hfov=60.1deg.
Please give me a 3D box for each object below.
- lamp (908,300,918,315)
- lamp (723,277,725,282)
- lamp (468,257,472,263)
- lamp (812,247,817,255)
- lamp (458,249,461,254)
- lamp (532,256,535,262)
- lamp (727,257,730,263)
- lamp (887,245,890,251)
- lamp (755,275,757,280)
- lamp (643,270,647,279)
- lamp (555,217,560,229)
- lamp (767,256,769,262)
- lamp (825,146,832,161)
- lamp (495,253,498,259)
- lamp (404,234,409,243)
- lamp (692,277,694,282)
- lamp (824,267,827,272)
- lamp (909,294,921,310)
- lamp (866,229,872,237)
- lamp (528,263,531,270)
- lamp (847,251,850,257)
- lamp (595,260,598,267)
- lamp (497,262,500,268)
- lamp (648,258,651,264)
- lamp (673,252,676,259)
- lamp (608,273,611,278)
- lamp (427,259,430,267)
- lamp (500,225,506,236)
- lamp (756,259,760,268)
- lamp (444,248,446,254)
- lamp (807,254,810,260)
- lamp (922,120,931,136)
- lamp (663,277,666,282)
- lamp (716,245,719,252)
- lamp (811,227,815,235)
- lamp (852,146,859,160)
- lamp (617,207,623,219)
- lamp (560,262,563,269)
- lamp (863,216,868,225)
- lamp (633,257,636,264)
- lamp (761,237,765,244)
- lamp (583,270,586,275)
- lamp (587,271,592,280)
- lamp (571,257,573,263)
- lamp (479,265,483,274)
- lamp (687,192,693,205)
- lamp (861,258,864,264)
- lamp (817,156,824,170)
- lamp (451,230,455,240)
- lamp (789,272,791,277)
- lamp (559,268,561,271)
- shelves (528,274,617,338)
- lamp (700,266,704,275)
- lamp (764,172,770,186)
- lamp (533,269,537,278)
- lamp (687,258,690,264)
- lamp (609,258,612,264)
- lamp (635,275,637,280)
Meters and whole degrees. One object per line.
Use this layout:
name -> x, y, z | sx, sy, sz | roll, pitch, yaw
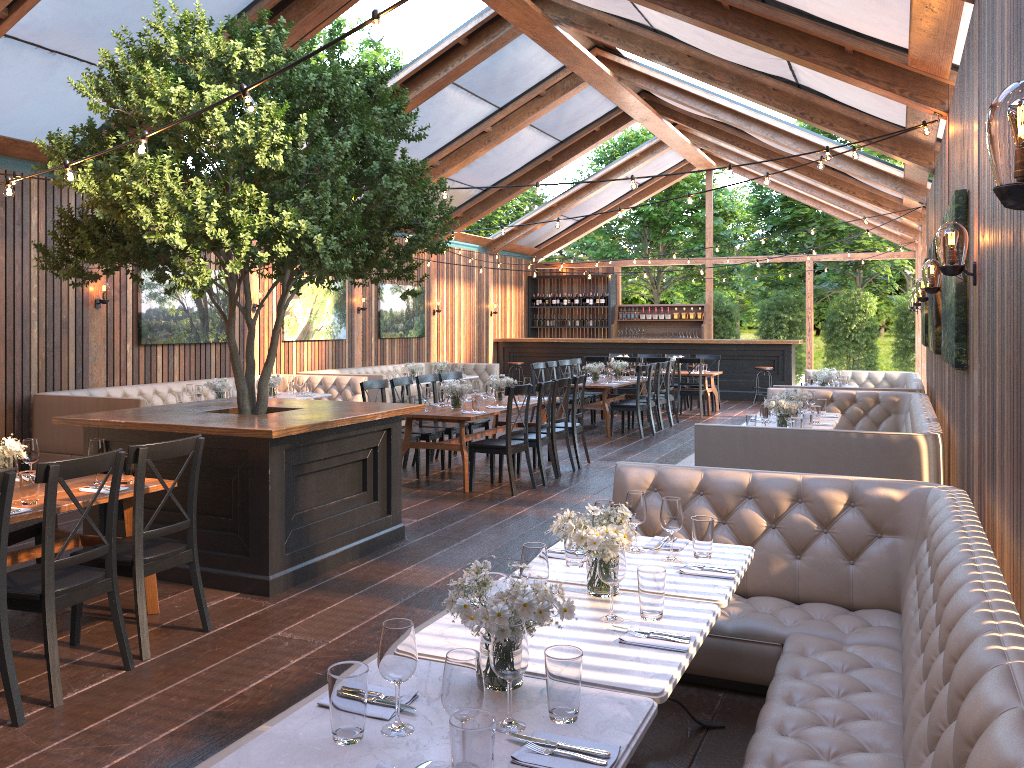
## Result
lamp -> 7.685, -1.492, 16.963 | 0.178, 0.320, 0.146 | 0, 1, 24
lamp -> 4.698, -2.320, 19.604 | 0.056, 0.121, 0.056 | 0, 1, -8
lamp -> -0.820, -2.427, 17.295 | 0.066, 0.118, 0.056 | -1, 1, -37
lamp -> 4.092, -1.801, 11.972 | 0.059, 0.119, 0.056 | -1, 1, -35
lamp -> -1.058, -2.682, 17.906 | 0.056, 0.120, 0.056 | 0, 1, -15
lamp -> 0.438, -2.505, 17.712 | 0.056, 0.119, 0.059 | 0, 1, -23
lamp -> 4.218, -2.413, 17.263 | 0.056, 0.121, 0.056 | 1, 1, 42
lamp -> 7.229, -2.606, 16.992 | 0.056, 0.117, 0.067 | 0, 1, 31
lamp -> 5.268, -2.297, 19.104 | 0.056, 0.121, 0.056 | 0, 1, -14
lamp -> 1.834, -1.508, 12.173 | 0.056, 0.121, 0.056 | 0, 1, 22
lamp -> 0.474, -1.667, 9.171 | 0.056, 0.121, 0.056 | 0, 1, -26
lamp -> 4.972, -2.421, 17.183 | 0.056, 0.121, 0.056 | 1, 1, 40
lamp -> 2.476, -1.804, 6.929 | 0.065, 0.118, 0.056 | 0, 1, -18
lamp -> -0.304, -2.578, 17.823 | 0.061, 0.119, 0.056 | 1, 1, 40
lamp -> -1.264, -1.759, 10.640 | 0.067, 0.117, 0.056 | 0, 1, -13
lamp -> 4.113, -2.363, 20.086 | 0.059, 0.119, 0.056 | 0, 1, -4
lamp -> 6.415, -2.342, 18.097 | 0.065, 0.118, 0.056 | 0, 1, 26
lamp -> 6.581, -1.321, 14.434 | 0.178, 0.320, 0.146 | 0, 1, 24
lamp -> 4.814, -2.035, 11.930 | 0.068, 0.117, 0.056 | 1, 1, 30
lamp -> 0.319, -2.169, 16.298 | 0.056, 0.121, 0.056 | 0, 1, -33
lamp -> 6.489, -2.508, 17.040 | 0.056, 0.121, 0.056 | 0, 1, 2
lamp -> 1.468, -2.081, 15.303 | 0.056, 0.121, 0.056 | 0, 1, -8
lamp -> -0.254, -2.264, 16.801 | 0.056, 0.121, 0.056 | 1, 1, 39
lamp -> 2.708, -2.423, 17.422 | 0.056, 0.120, 0.056 | 0, 1, 29
lamp -> 2.629, -2.083, 14.315 | 0.056, 0.121, 0.056 | 1, 1, 38
lamp -> 2.379, -2.645, 21.565 | 0.056, 0.119, 0.062 | 0, 1, 29
lamp -> -1.183, -1.719, 12.548 | 0.056, 0.120, 0.056 | -1, 1, -39
lamp -> -0.099, -1.679, 9.665 | 0.056, 0.121, 0.056 | 0, 1, -1
lamp -> 3.349, -1.642, 12.036 | 0.056, 0.120, 0.056 | 0, 1, 21
lamp -> -1.357, -2.669, 17.799 | 0.056, 0.118, 0.065 | 0, 1, -16
lamp -> 5.733, -2.449, 17.111 | 0.056, 0.121, 0.056 | 0, 1, 17
lamp -> 3.214, -1.983, 6.857 | 0.061, 0.119, 0.056 | 0, 1, -31
lamp -> 3.545, -2.435, 20.595 | 0.056, 0.121, 0.056 | 0, 1, -34
lamp -> 3.213, -2.118, 13.838 | 0.056, 0.120, 0.056 | 0, 1, -1
lamp -> 4.363, -2.221, 12.843 | 0.056, 0.114, 0.075 | 0, 1, 22
lamp -> 2.819, -1.896, 7.257 | 0.056, 0.120, 0.056 | 0, 1, -11
lamp -> 1.063, -1.679, 8.686 | 0.056, 0.121, 0.056 | 0, 1, 33
lamp -> 0.888, -2.116, 15.790 | 0.056, 0.119, 0.059 | 0, 1, 3
lamp -> 4.949, -2.285, 12.371 | 0.056, 0.118, 0.064 | 0, 1, -3
lamp -> 2.053, -2.068, 14.802 | 0.057, 0.120, 0.056 | 0, 1, 17
lamp -> 3.777, -2.164, 13.326 | 0.056, 0.114, 0.075 | 0, 1, -21
lamp -> 1.805, -2.782, 22.060 | 0.058, 0.119, 0.056 | 0, 1, -22
lamp -> 1.074, -1.507, 12.263 | 0.056, 0.120, 0.056 | 0, 1, 29
lamp -> 1.192, -2.460, 17.617 | 0.056, 0.120, 0.056 | 0, 1, -16
lamp -> -0.434, -1.610, 12.445 | 0.056, 0.121, 0.056 | 0, 1, 11
lamp -> 1.649, -1.719, 8.204 | 0.056, 0.121, 0.056 | 0, 1, 36
lamp -> 6.985, -2.442, 17.613 | 0.056, 0.120, 0.056 | 0, 1, 32
lamp -> 2.595, -1.858, 7.435 | 0.056, 0.121, 0.056 | 0, 1, 26
lamp -> -0.681, -1.708, 10.159 | 0.056, 0.121, 0.056 | 1, 1, 39
lamp -> 5.851, -2.301, 18.617 | 0.056, 0.120, 0.056 | 0, 1, -11
lamp -> 1.225, -2.937, 22.529 | 0.056, 0.118, 0.067 | 0, 1, 10
shelves -> 1.506, -1.318, 22.292 | 2.203, 2.829, 0.502 | 1, 0, 24
lamp -> 2.597, -1.549, 12.096 | 0.056, 0.120, 0.056 | 0, 1, -16
lamp -> 2.228, -1.790, 7.728 | 0.056, 0.121, 0.056 | -1, 1, -42
lamp -> 0.319, -1.539, 12.335 | 0.056, 0.120, 0.056 | 1, 1, 43
lamp -> 3.462, -2.416, 17.346 | 0.056, 0.121, 0.056 | -1, 1, -41
lamp -> 1.947, -2.435, 17.524 | 0.056, 0.120, 0.056 | 0, 1, -20
lamp -> 2.955, -2.529, 21.074 | 0.056, 0.119, 0.061 | 0, 1, 23
